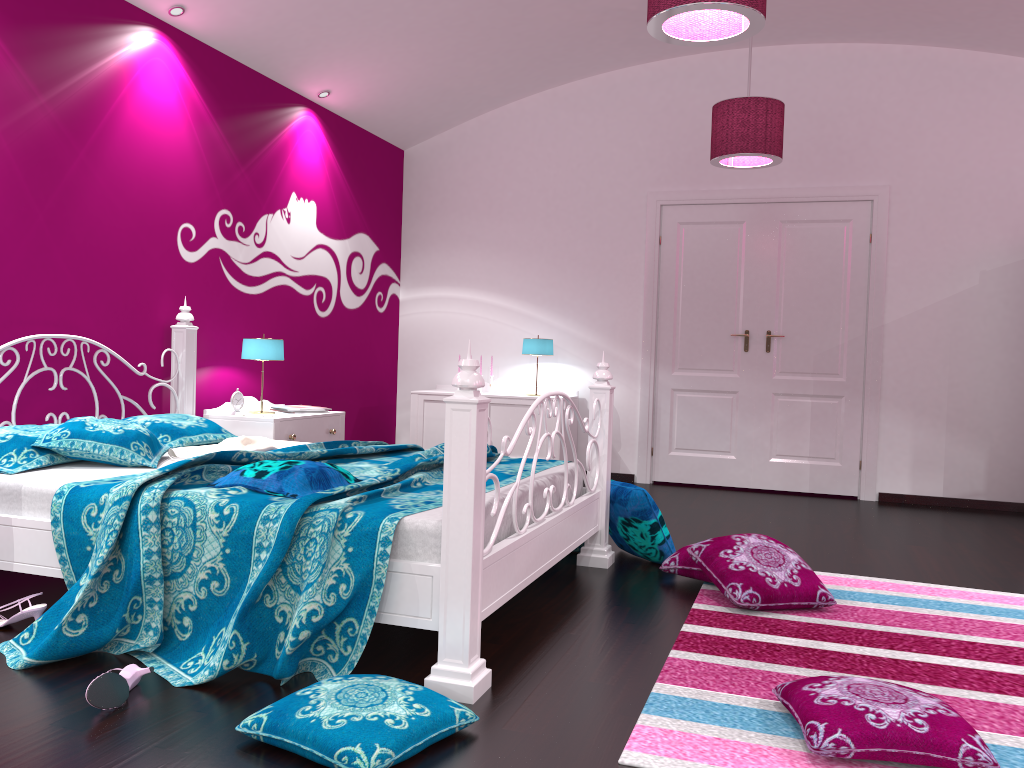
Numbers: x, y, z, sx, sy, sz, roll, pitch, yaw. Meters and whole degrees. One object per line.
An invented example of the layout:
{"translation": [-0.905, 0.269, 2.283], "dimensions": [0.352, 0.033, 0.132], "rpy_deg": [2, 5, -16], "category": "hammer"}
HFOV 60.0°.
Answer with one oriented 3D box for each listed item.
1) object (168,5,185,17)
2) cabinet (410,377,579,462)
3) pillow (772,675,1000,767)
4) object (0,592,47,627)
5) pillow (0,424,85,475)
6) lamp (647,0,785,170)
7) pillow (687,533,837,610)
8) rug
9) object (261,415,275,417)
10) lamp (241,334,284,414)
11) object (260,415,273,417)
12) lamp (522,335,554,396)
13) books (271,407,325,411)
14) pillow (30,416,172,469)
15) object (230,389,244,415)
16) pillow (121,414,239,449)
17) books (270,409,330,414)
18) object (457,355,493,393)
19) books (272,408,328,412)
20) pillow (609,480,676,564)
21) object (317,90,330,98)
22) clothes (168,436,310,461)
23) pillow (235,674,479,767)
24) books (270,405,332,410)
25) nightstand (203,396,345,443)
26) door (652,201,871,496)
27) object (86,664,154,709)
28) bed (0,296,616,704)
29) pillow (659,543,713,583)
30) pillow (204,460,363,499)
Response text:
{"translation": [-1.654, -1.845, 4.362], "dimensions": [0.085, 0.058, 0.080], "rpy_deg": [2, 2, 18], "category": "object"}
{"translation": [-0.135, 0.320, 6.532], "dimensions": [1.142, 0.734, 0.506], "rpy_deg": [2, 2, 18], "category": "cabinet"}
{"translation": [0.862, 0.785, 2.104], "dimensions": [0.401, 0.107, 0.419], "rpy_deg": [2, 2, 4], "category": "pillow"}
{"translation": [-1.563, 0.696, 2.742], "dimensions": [0.241, 0.110, 0.089], "rpy_deg": [2, 2, 9], "category": "object"}
{"translation": [-1.776, 0.225, 3.328], "dimensions": [0.401, 0.141, 0.717], "rpy_deg": [2, 2, 13], "category": "pillow"}
{"translation": [0.962, -1.741, 3.809], "dimensions": [0.377, 1.129, 2.377], "rpy_deg": [2, 2, 18], "category": "lamp"}
{"translation": [0.927, 0.695, 3.323], "dimensions": [0.425, 0.224, 0.391], "rpy_deg": [2, 2, -13], "category": "pillow"}
{"translation": [1.227, 0.841, 2.723], "dimensions": [1.400, 0.018, 2.100], "rpy_deg": [2, 2, 18], "category": "rug"}
{"translation": [-1.277, 0.169, 4.648], "dimensions": [0.073, 0.006, 0.073], "rpy_deg": [1, 2, -19], "category": "object"}
{"translation": [-1.376, -0.057, 4.889], "dimensions": [0.229, 0.438, 0.229], "rpy_deg": [1, 2, -27], "category": "lamp"}
{"translation": [-1.298, 0.169, 4.698], "dimensions": [0.073, 0.003, 0.073], "rpy_deg": [1, 2, -19], "category": "object"}
{"translation": [0.183, -0.134, 6.400], "dimensions": [0.229, 0.438, 0.229], "rpy_deg": [1, 2, -27], "category": "lamp"}
{"translation": [-1.235, 0.143, 5.114], "dimensions": [0.220, 0.007, 0.300], "rpy_deg": [1, 2, -33], "category": "books"}
{"translation": [-1.533, 0.213, 3.351], "dimensions": [0.418, 0.176, 0.404], "rpy_deg": [2, 2, -14], "category": "pillow"}
{"translation": [-1.465, 0.094, 4.727], "dimensions": [0.033, 0.140, 0.106], "rpy_deg": [3, 2, 21], "category": "object"}
{"translation": [-1.551, 0.212, 4.028], "dimensions": [0.401, 0.141, 0.717], "rpy_deg": [3, 2, 20], "category": "pillow"}
{"translation": [-1.228, 0.157, 5.128], "dimensions": [0.220, 0.007, 0.300], "rpy_deg": [0, 2, -42], "category": "books"}
{"translation": [-0.273, -0.077, 6.586], "dimensions": [0.285, 0.284, 0.043], "rpy_deg": [2, 2, 7], "category": "object"}
{"translation": [-1.230, 0.149, 5.140], "dimensions": [0.220, 0.007, 0.300], "rpy_deg": [1, 2, -36], "category": "books"}
{"translation": [0.534, 0.609, 3.957], "dimensions": [0.264, 0.357, 0.402], "rpy_deg": [1, 2, -31], "category": "pillow"}
{"translation": [-1.212, -1.869, 5.690], "dimensions": [0.085, 0.058, 0.080], "rpy_deg": [2, 2, 18], "category": "object"}
{"translation": [-1.086, 0.421, 3.874], "dimensions": [0.553, 0.376, 1.036], "rpy_deg": [2, 2, 13], "category": "clothes"}
{"translation": [-0.350, 0.769, 2.054], "dimensions": [0.401, 0.101, 0.417], "rpy_deg": [3, 2, 35], "category": "pillow"}
{"translation": [-1.224, 0.138, 5.135], "dimensions": [0.300, 0.012, 0.221], "rpy_deg": [3, 2, 42], "category": "books"}
{"translation": [-1.301, 0.386, 4.960], "dimensions": [0.455, 0.616, 0.742], "rpy_deg": [2, 2, 18], "category": "nightstand"}
{"translation": [1.720, -0.263, 6.220], "dimensions": [1.405, 2.001, 0.098], "rpy_deg": [2, 2, 18], "category": "door"}
{"translation": [-0.996, 0.744, 2.212], "dimensions": [0.100, 0.086, 0.247], "rpy_deg": [2, 2, 12], "category": "object"}
{"translation": [-0.920, 0.182, 3.379], "dimensions": [2.317, 1.143, 2.167], "rpy_deg": [2, 2, 18], "category": "bed"}
{"translation": [0.885, 0.729, 3.624], "dimensions": [0.429, 0.142, 0.400], "rpy_deg": [3, 2, 43], "category": "pillow"}
{"translation": [-0.719, 0.310, 2.917], "dimensions": [0.425, 0.127, 0.404], "rpy_deg": [3, 2, 28], "category": "pillow"}
